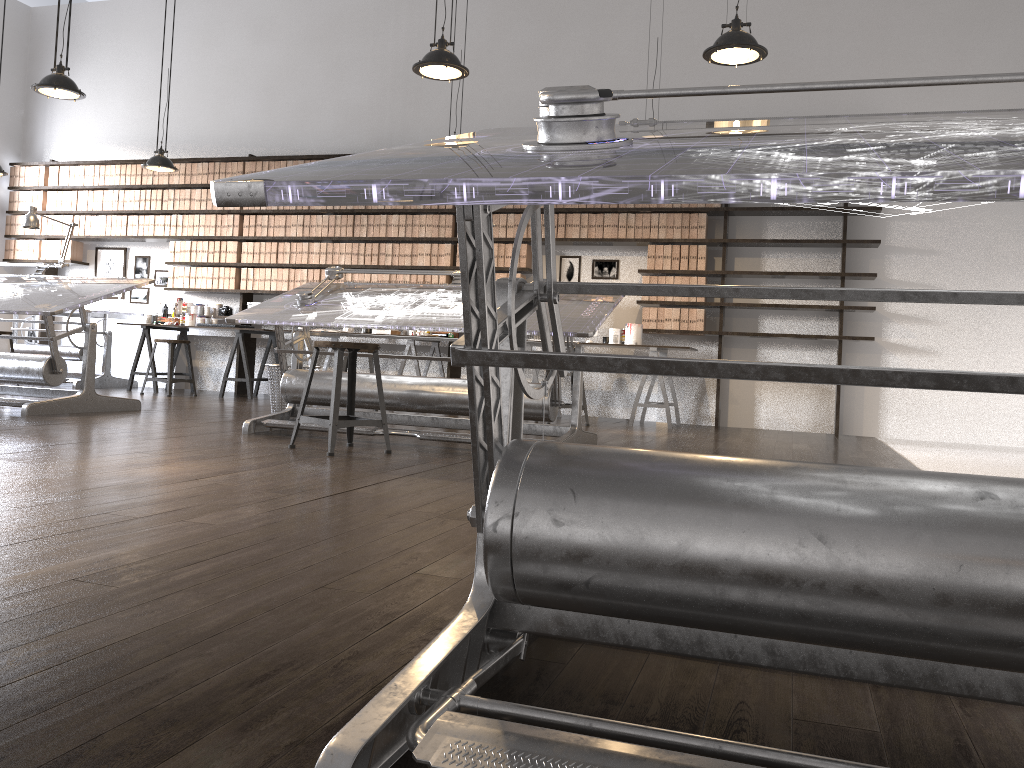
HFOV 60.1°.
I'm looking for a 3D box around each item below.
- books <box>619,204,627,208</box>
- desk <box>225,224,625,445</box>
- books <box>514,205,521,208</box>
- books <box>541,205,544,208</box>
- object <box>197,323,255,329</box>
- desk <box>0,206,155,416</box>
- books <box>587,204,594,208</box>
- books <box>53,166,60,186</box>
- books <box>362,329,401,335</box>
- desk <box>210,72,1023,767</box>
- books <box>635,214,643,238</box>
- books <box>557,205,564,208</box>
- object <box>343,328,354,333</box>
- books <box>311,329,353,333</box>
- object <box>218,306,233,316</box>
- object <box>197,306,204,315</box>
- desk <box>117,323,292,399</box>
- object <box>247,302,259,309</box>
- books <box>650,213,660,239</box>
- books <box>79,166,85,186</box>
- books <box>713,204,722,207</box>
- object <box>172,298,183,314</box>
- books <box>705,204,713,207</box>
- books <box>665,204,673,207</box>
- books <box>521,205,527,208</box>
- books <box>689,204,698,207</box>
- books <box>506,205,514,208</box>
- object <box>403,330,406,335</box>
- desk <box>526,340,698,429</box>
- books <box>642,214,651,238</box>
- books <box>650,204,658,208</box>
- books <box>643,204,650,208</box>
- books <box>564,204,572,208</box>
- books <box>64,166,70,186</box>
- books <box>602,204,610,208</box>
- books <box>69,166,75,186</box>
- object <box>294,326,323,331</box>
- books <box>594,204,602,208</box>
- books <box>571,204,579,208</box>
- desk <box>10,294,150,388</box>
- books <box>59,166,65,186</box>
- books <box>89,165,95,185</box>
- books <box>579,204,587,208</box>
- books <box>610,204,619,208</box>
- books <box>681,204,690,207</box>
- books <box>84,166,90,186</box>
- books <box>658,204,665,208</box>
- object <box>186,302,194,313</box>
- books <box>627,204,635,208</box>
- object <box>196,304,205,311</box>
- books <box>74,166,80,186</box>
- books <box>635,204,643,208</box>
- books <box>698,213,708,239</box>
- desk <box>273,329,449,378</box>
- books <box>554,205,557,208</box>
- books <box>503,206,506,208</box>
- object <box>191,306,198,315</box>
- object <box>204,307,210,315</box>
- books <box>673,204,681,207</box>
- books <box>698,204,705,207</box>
[{"bbox_3d":[1.014,-1.674,7.973,0.067,0.226,0.174,2,-1,18],"label":"books"},{"bbox_3d":[-0.436,-0.372,5.064,2.070,1.389,1.075,3,-1,18],"label":"desk"},{"bbox_3d":[0.077,-1.729,8.271,0.067,0.226,0.174,2,-1,18],"label":"books"},{"bbox_3d":[0.332,-1.714,8.187,0.067,0.226,0.174,2,-1,18],"label":"books"},{"bbox_3d":[-2.775,-0.559,8.596,0.446,0.033,0.312,3,1,18],"label":"object"},{"bbox_3d":[-3.628,-0.558,6.080,2.281,1.389,1.075,3,0,18],"label":"desk"},{"bbox_3d":[0.737,-1.690,8.054,0.067,0.226,0.174,2,-1,18],"label":"books"},{"bbox_3d":[-5.032,-2.304,9.905,0.067,0.226,0.174,2,-1,17],"label":"books"},{"bbox_3d":[-1.246,-0.527,8.295,0.294,0.148,0.385,3,1,18],"label":"books"},{"bbox_3d":[0.834,-0.217,1.096,2.070,1.389,1.075,3,-1,18],"label":"desk"},{"bbox_3d":[1.147,-1.397,7.919,0.067,0.226,0.174,2,-1,17],"label":"books"},{"bbox_3d":[0.468,-1.706,8.145,0.067,0.226,0.174,2,-1,18],"label":"books"},{"bbox_3d":[-1.580,-0.584,8.571,0.101,0.209,0.101,3,-1,-27],"label":"object"},{"bbox_3d":[-1.680,-0.492,8.245,0.355,0.029,0.256,3,1,18],"label":"books"},{"bbox_3d":[-2.980,-0.755,9.173,0.171,0.109,0.091,3,0,18],"label":"object"},{"bbox_3d":[-3.251,-0.762,9.248,0.062,0.093,0.063,3,-1,3],"label":"object"},{"bbox_3d":[-3.019,-0.225,8.779,1.669,0.670,0.655,3,0,18],"label":"desk"},{"bbox_3d":[-2.550,-0.752,9.077,0.317,0.152,0.192,3,0,17],"label":"object"},{"bbox_3d":[1.279,-1.389,7.871,0.067,0.226,0.174,2,-1,18],"label":"books"},{"bbox_3d":[-4.694,-2.284,9.797,0.067,0.226,0.174,2,-1,18],"label":"books"},{"bbox_3d":[1.795,-1.629,7.720,0.067,0.226,0.174,2,-1,18],"label":"books"},{"bbox_3d":[-3.523,-0.818,9.319,0.107,0.177,0.107,3,-1,19],"label":"object"},{"bbox_3d":[1.736,-1.632,7.741,0.067,0.226,0.174,2,-1,18],"label":"books"},{"bbox_3d":[1.403,-1.651,7.845,0.067,0.226,0.174,2,-1,17],"label":"books"},{"bbox_3d":[0.145,-1.725,8.249,0.067,0.226,0.174,2,-1,18],"label":"books"},{"bbox_3d":[1.607,-1.640,7.785,0.067,0.226,0.174,2,-1,17],"label":"books"},{"bbox_3d":[0.009,-1.733,8.288,0.067,0.226,0.174,2,-1,17],"label":"books"},{"bbox_3d":[-0.999,-0.498,8.392,0.062,0.094,0.062,3,-1,-32],"label":"object"},{"bbox_3d":[0.699,-0.008,7.595,1.669,0.670,0.655,3,0,18],"label":"desk"},{"bbox_3d":[1.213,-1.393,7.896,0.067,0.226,0.174,2,-1,17],"label":"books"},{"bbox_3d":[1.279,-1.659,7.882,0.067,0.226,0.174,2,-1,18],"label":"books"},{"bbox_3d":[1.216,-1.662,7.908,0.067,0.226,0.174,2,-1,17],"label":"books"},{"bbox_3d":[0.535,-1.702,8.126,0.067,0.226,0.174,2,-1,18],"label":"books"},{"bbox_3d":[-4.893,-2.296,9.862,0.067,0.226,0.174,2,-1,18],"label":"books"},{"bbox_3d":[0.872,-1.682,8.018,0.067,0.226,0.174,2,-1,18],"label":"books"},{"bbox_3d":[-4.824,-2.292,9.844,0.067,0.226,0.174,2,-1,17],"label":"books"},{"bbox_3d":[-1.971,-0.580,8.565,0.204,0.161,0.284,3,1,18],"label":"object"},{"bbox_3d":[0.799,-1.687,8.039,0.067,0.226,0.174,2,-1,17],"label":"books"},{"bbox_3d":[0.601,-1.698,8.101,0.067,0.226,0.174,2,-1,17],"label":"books"},{"bbox_3d":[-4.573,-0.534,9.252,1.269,1.099,1.069,3,0,18],"label":"desk"},{"bbox_3d":[-4.959,-2.300,9.888,0.067,0.226,0.174,2,-1,18],"label":"books"},{"bbox_3d":[-4.570,-2.277,9.760,0.067,0.226,0.174,2,-1,17],"label":"books"},{"bbox_3d":[0.669,-1.694,8.076,0.067,0.226,0.174,2,-1,17],"label":"books"},{"bbox_3d":[0.941,-1.678,7.990,0.067,0.226,0.174,2,-1,17],"label":"books"},{"bbox_3d":[1.540,-1.644,7.804,0.067,0.226,0.174,2,-1,17],"label":"books"},{"bbox_3d":[-4.629,-2.281,9.781,0.067,0.226,0.174,2,-1,17],"label":"books"},{"bbox_3d":[1.344,-1.655,7.866,0.067,0.226,0.174,2,-1,17],"label":"books"},{"bbox_3d":[-3.402,-0.796,9.358,0.070,0.130,0.070,4,-1,-34],"label":"object"},{"bbox_3d":[1.080,-1.670,7.947,0.067,0.226,0.174,2,-1,18],"label":"books"},{"bbox_3d":[-3.300,-0.780,9.366,0.094,0.128,0.095,3,-1,-42],"label":"object"},{"bbox_3d":[-4.757,-2.288,9.823,0.067,0.226,0.174,2,-1,17],"label":"books"},{"bbox_3d":[1.149,-1.666,7.929,0.067,0.226,0.174,2,-1,17],"label":"books"},{"bbox_3d":[1.670,-1.366,7.747,0.067,0.226,0.174,2,-1,18],"label":"books"},{"bbox_3d":[-1.339,-0.127,8.244,1.669,0.670,0.655,3,0,18],"label":"desk"},{"bbox_3d":[0.400,-1.710,8.163,0.067,0.226,0.174,2,-1,17],"label":"books"},{"bbox_3d":[-0.057,-1.737,8.314,0.067,0.226,0.174,2,-1,17],"label":"books"},{"bbox_3d":[-3.321,-0.766,9.255,0.062,0.094,0.062,3,-1,3],"label":"object"},{"bbox_3d":[-3.184,-0.759,9.250,0.062,0.094,0.062,3,-1,3],"label":"object"},{"bbox_3d":[1.472,-1.648,7.822,0.067,0.226,0.174,2,-1,18],"label":"books"},{"bbox_3d":[1.671,-1.636,7.757,0.067,0.226,0.174,2,-1,17],"label":"books"}]
